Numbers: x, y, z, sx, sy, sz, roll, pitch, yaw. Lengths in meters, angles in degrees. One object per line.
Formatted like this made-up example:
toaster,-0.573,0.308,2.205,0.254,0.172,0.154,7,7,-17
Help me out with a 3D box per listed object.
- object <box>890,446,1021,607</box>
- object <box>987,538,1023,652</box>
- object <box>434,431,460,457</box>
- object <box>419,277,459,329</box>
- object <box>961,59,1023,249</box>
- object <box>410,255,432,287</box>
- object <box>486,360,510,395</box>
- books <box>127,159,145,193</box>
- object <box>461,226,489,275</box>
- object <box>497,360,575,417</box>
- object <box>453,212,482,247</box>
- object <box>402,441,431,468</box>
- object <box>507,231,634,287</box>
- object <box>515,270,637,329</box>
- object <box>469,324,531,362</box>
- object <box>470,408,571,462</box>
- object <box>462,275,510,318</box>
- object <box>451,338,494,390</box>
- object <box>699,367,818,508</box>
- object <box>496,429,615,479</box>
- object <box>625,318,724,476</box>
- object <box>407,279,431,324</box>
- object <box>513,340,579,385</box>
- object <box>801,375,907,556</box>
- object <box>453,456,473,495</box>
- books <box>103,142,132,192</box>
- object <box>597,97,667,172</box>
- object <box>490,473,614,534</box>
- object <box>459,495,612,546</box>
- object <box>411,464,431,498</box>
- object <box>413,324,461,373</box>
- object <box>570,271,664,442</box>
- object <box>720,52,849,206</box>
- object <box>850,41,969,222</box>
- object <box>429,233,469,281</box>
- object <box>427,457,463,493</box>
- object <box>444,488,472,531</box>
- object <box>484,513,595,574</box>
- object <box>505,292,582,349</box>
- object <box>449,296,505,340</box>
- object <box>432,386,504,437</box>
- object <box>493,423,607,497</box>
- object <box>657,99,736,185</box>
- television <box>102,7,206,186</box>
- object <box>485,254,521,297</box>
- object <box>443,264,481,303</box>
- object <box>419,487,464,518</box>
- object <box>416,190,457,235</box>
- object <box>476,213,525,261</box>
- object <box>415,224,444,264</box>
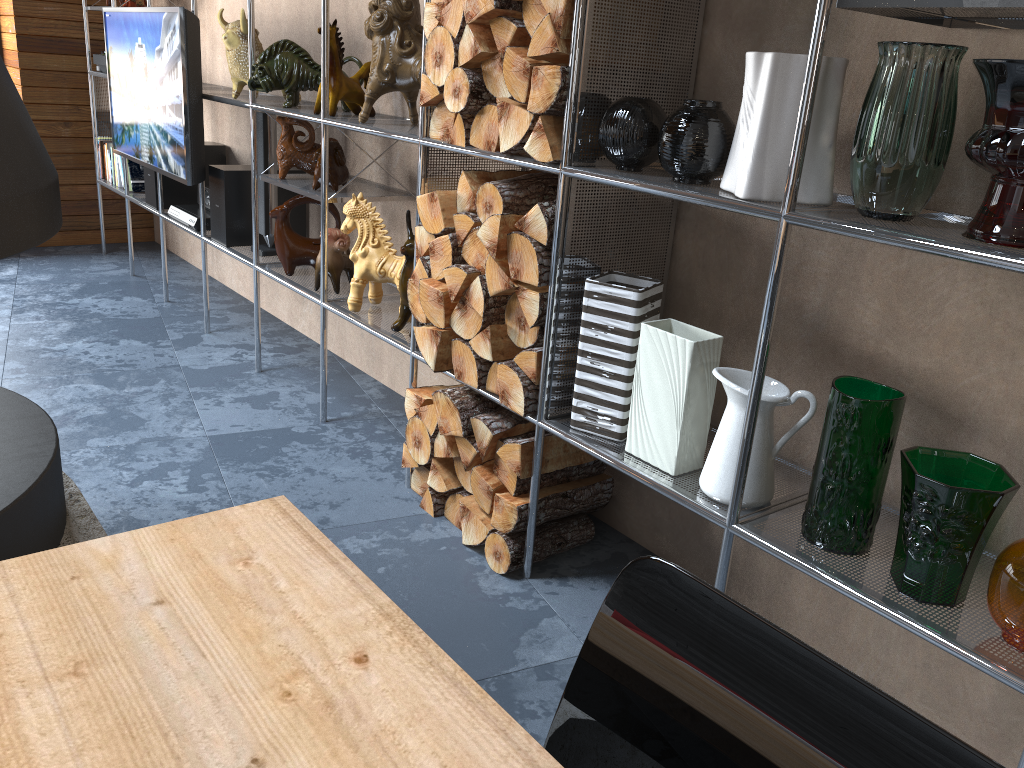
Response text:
object,0.698,0.237,1.436,0.157,0.219,0.161,7,20,7
object,0.790,0.304,1.315,0.145,0.188,0.145,22,26,40
object,-0.048,0.140,2.439,0.331,0.110,0.101,-9,24,-34
object,-0.069,-0.240,2.372,0.374,0.131,0.115,-13,26,-40
object,0.740,-0.323,1.257,0.216,0.243,0.218,21,25,38
object,-0.114,-0.325,2.415,0.331,0.110,0.107,-12,25,-38
object,0.079,-0.034,2.250,0.303,0.095,0.087,-11,25,-36
books,-1.938,-1.105,4.664,0.138,0.185,0.081,-10,24,-36
object,0.048,-0.343,2.236,0.322,0.127,0.164,-11,25,-37
object,0.111,-0.012,2.164,0.287,0.112,0.126,-11,25,-37
object,-0.005,-0.399,2.273,0.303,0.090,0.098,-11,25,-37
object,-0.173,0.191,2.606,0.303,0.088,0.096,-11,25,-38
object,0.138,-0.305,2.065,0.299,0.114,0.135,-12,25,-38
object,0.152,-0.210,2.096,0.310,0.120,0.111,-11,25,-37
object,0.051,-0.129,2.240,0.330,0.098,0.104,-12,25,-39
object,0.037,0.109,2.309,0.309,0.131,0.099,-13,26,-40
object,0.039,-0.235,2.232,0.331,0.110,0.101,-9,24,-34
object,-0.005,-0.078,2.313,0.299,0.114,0.135,-12,25,-38
object,0.464,0.102,1.719,0.171,0.245,0.146,2,20,-8
object,0.118,0.149,2.218,0.331,0.105,0.105,-12,26,-39
object,0.333,0.024,1.842,0.092,0.287,0.148,-10,24,-36
object,-0.129,-0.242,2.459,0.321,0.109,0.110,-10,24,-36
object,0.148,-0.074,2.141,0.303,0.088,0.096,-11,25,-38
object,0.597,0.143,1.561,0.125,0.295,0.130,0,20,-13
object,-0.009,0.215,2.430,0.288,0.118,0.147,-13,26,-40
books,-2.075,-1.179,4.804,0.139,0.208,0.461,-11,25,-36
object,0.252,-0.519,1.843,0.148,0.146,0.150,16,22,29
object,0.108,0.302,2.267,0.321,0.109,0.110,-10,24,-36
object,0.068,0.349,2.399,0.428,0.131,0.154,-10,24,-36
object,-0.146,0.258,2.628,0.287,0.112,0.126,-11,25,-37
object,-0.076,-0.122,2.407,0.362,0.131,0.154,-10,24,-36
object,0.232,-0.064,1.982,0.139,0.347,0.140,16,22,29
object,0.484,-0.453,1.568,0.175,0.241,0.165,4,20,-3
object,0.614,-0.392,1.391,0.144,0.263,0.142,2,20,-8
object,-0.073,-0.352,2.330,0.291,0.153,0.112,-12,25,-39
object,-0.075,0.226,2.499,0.330,0.098,0.104,-12,25,-39
object,-0.031,0.318,2.477,0.299,0.114,0.135,-12,25,-38
object,0.078,0.398,2.291,0.312,0.110,0.103,-12,26,-39
object,0.133,-0.170,2.168,0.286,0.143,0.143,-11,25,-37
object,-0.010,-0.189,2.284,0.288,0.118,0.147,-13,26,-40
object,-0.041,0.059,2.368,0.322,0.127,0.164,-11,25,-37
object,0.103,0.187,2.271,0.288,0.135,0.109,-9,23,-33
object,0.357,-0.467,1.712,0.151,0.154,0.151,-9,24,-33
television,-1.496,-1.232,3.719,0.115,0.638,1.075,-10,24,-36
object,0.102,-0.264,2.152,0.329,0.107,0.128,-10,24,-36
object,-0.021,-0.270,2.277,0.330,0.098,0.107,-13,26,-40
object,-0.116,0.300,2.549,0.303,0.095,0.087,-11,25,-36
object,-0.088,-0.456,2.331,0.299,0.118,0.151,-9,24,-34
object,0.083,-0.366,2.132,0.362,0.115,0.098,-11,25,-37
object,-0.117,-0.382,2.416,0.308,0.120,0.098,-13,26,-40
